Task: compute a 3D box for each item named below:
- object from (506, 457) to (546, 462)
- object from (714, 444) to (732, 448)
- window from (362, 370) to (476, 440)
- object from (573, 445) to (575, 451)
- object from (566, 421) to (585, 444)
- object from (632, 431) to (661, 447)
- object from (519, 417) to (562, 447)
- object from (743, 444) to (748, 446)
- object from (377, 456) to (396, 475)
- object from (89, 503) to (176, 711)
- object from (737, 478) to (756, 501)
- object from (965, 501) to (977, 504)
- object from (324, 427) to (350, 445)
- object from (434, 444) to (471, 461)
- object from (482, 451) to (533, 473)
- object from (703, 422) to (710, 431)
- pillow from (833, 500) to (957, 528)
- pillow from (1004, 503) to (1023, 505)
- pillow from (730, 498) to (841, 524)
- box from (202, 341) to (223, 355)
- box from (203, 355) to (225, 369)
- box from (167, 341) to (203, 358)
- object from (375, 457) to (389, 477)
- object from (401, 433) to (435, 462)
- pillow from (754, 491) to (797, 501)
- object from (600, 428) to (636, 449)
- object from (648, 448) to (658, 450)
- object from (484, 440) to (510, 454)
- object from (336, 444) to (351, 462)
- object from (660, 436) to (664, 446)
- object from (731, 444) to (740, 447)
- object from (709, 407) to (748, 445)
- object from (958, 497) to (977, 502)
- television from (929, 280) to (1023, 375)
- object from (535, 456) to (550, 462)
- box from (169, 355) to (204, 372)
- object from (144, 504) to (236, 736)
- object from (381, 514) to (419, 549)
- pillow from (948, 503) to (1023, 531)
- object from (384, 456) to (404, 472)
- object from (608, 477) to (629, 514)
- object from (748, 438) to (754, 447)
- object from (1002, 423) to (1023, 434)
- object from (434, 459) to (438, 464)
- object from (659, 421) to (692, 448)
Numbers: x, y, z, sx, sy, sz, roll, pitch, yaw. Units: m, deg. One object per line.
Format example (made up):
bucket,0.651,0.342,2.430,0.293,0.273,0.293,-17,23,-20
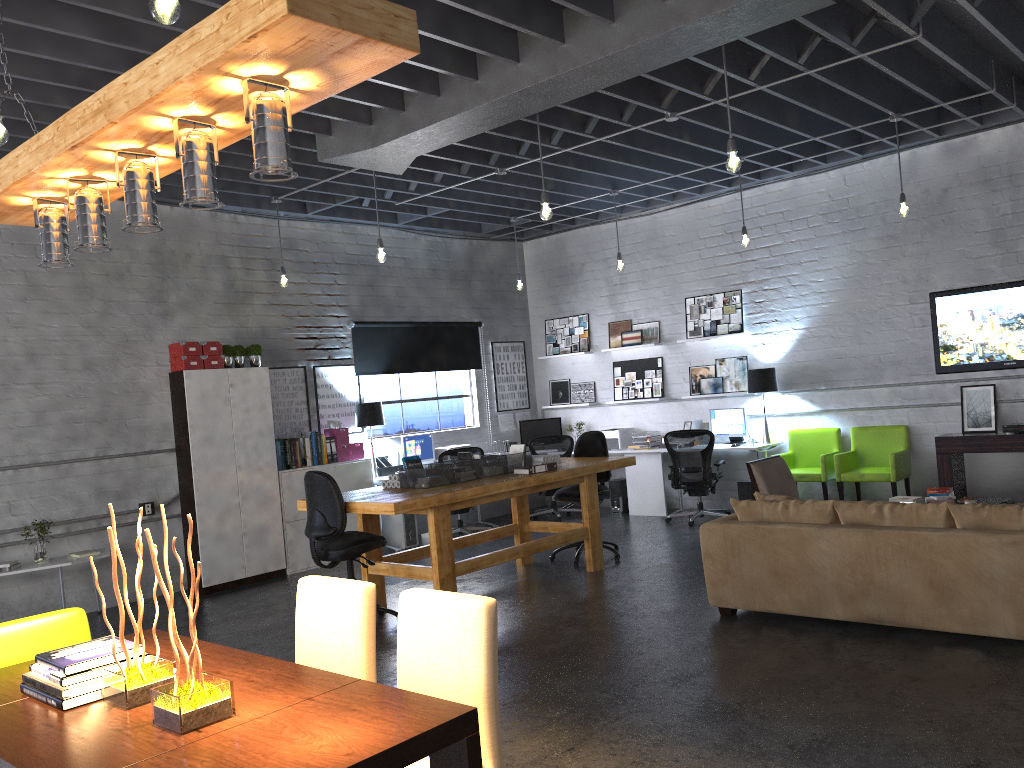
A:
object,0.079,0.660,7.684,0.520,0.047,0.046,-5,0,40
object,2.246,0.698,9.976,0.422,0.028,0.180,-5,-1,37
window,-1.145,-0.008,10.823,0.030,1.220,1.820,-5,0,42
object,0.834,0.809,11.357,0.279,0.081,0.411,-5,-1,12
object,0.845,0.671,11.691,0.297,0.363,0.271,-5,0,-3
object,1.656,0.683,10.909,0.229,0.180,0.316,-5,0,42
object,0.388,0.680,11.865,0.559,0.427,0.147,-5,0,-11
object,2.578,0.676,9.779,0.046,0.009,0.121,-5,-1,27
object,-1.425,0.928,10.053,0.209,0.208,0.104,-5,0,43
object,-1.128,0.636,2.602,0.156,0.583,0.184,-5,0,42
object,2.683,1.254,9.776,0.180,0.411,0.475,-5,0,42
object,3.828,1.002,7.407,0.081,0.052,0.077,-5,0,0
object,-1.871,0.561,9.463,0.214,0.177,0.161,-5,0,42
object,-0.633,0.855,10.745,0.485,0.230,0.420,-5,-1,42
object,-0.040,0.663,7.522,0.317,0.156,0.306,-5,-1,42
object,2.220,0.589,10.378,0.087,0.259,0.236,-5,0,42
pillow,2.302,0.872,5.258,0.667,0.402,0.290,-5,0,42
pillow,2.981,0.787,5.067,0.550,0.423,0.243,-5,0,-7
pillow,1.803,0.921,5.712,0.705,0.402,0.290,-5,0,42
box,-2.873,-0.325,8.336,0.268,0.133,0.206,-5,-1,42
box,-2.861,-0.195,8.336,0.270,0.131,0.206,-5,-1,42
box,-3.012,-0.313,8.181,0.270,0.131,0.206,-5,-1,42
object,-1.496,0.933,9.976,0.209,0.208,0.104,-5,0,43
object,-1.131,0.800,10.365,0.212,0.417,0.465,-5,0,42
pillow,1.843,0.919,5.962,0.319,0.403,0.523,-5,0,-28
object,1.326,0.688,11.214,0.351,0.235,0.350,-5,0,42
object,1.674,0.764,10.473,0.141,0.007,0.008,-5,0,-14
object,-0.190,0.837,11.375,0.324,0.208,0.232,-5,0,42
object,-1.855,0.737,9.464,0.214,0.177,0.161,-5,0,42
object,1.848,0.693,10.794,0.093,0.116,0.067,-5,0,42
object,2.462,0.673,9.773,0.114,0.036,0.058,-5,0,-33
object,2.504,0.482,10.112,0.212,0.417,0.465,-5,0,-43
object,3.973,1.004,7.744,0.151,0.040,0.151,-5,-1,-30
television,4.644,-0.544,8.318,1.325,0.816,0.021,-5,0,42
object,0.116,0.657,7.725,0.520,0.047,0.046,-6,0,42
box,-3.001,-0.184,8.182,0.270,0.131,0.206,-5,-1,42
object,-0.866,0.610,2.364,0.180,0.583,0.156,-5,0,42
object,-1.281,1.599,9.828,0.478,0.411,0.200,-5,0,42
pillow,2.779,0.826,4.815,0.663,0.386,0.308,-5,0,44
object,-1.349,0.922,10.141,0.209,0.208,0.104,-5,0,42
object,1.417,1.378,11.034,0.180,0.411,0.475,-5,0,42
object,2.590,0.636,9.623,0.069,0.083,0.090,-5,0,41
object,4.718,0.401,8.096,0.371,0.082,0.266,-5,-1,42
object,-0.873,0.944,10.541,0.090,0.090,0.082,-5,0,-23
object,1.999,0.600,10.586,0.405,0.280,0.399,-5,0,42
